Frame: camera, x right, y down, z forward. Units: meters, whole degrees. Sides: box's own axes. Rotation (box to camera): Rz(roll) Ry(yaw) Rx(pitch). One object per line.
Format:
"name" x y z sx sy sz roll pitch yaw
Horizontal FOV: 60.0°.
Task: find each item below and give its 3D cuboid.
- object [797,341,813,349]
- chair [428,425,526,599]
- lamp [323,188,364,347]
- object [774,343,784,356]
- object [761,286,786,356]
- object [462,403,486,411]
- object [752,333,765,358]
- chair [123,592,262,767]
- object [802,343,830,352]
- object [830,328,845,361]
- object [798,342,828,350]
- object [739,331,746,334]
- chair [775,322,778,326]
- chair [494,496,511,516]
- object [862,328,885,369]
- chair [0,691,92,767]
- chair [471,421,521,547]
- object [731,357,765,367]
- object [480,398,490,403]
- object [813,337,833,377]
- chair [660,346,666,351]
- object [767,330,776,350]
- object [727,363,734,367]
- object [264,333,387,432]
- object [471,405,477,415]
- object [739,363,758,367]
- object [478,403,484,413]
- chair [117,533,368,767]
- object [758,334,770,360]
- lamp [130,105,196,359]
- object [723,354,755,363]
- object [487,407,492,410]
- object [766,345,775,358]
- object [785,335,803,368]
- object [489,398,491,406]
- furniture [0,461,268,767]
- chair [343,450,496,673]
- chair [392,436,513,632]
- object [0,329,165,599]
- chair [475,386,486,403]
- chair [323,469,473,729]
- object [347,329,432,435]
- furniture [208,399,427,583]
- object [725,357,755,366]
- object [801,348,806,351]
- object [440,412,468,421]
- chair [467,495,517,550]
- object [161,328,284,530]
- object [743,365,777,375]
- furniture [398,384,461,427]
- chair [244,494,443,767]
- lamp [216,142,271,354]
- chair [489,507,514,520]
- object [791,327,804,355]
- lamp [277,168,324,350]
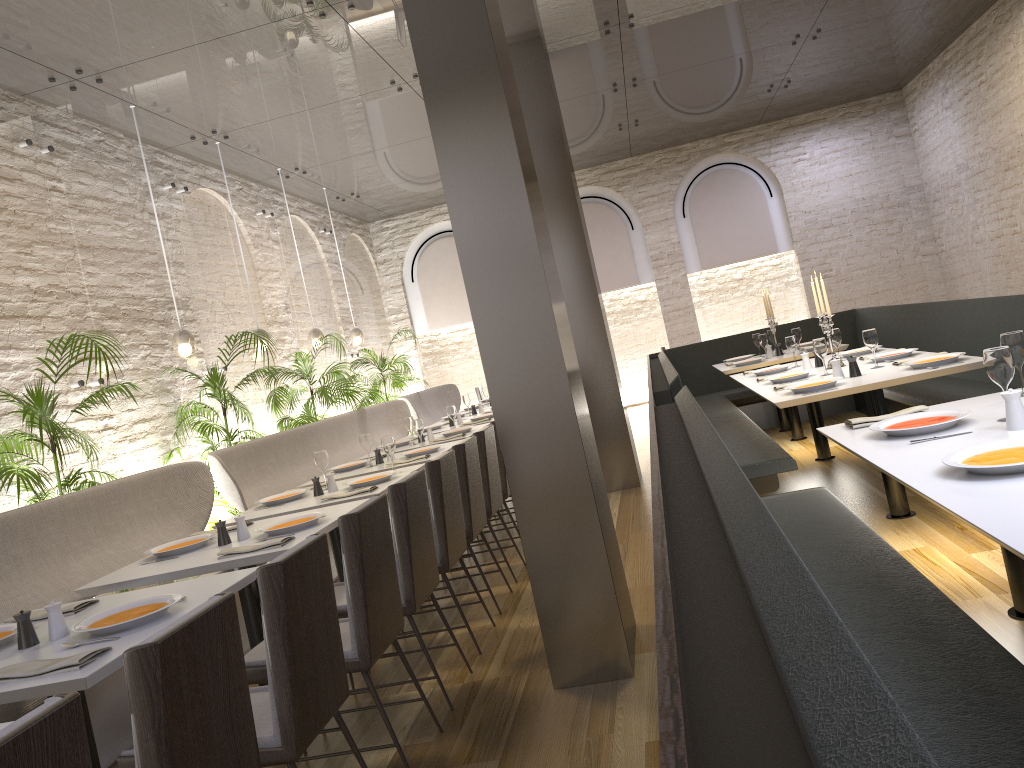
"object" 2.853 -0.376 8.632 0.323 0.036 0.320 -14 2 -33
"chair" -0.309 0.760 5.386 0.565 0.906 0.412 -12 0 9
"lamp" -2.139 -1.465 11.124 0.178 2.041 0.177 -12 -1 -12
"object" 2.466 -0.319 8.191 0.069 0.127 0.068 -12 0 -39
"object" 2.435 -0.594 8.323 0.131 0.657 0.391 -13 0 20
"object" -0.465 0.288 10.770 0.323 0.036 0.320 -14 2 -44
"object" 2.388 -0.373 8.584 0.085 0.231 0.087 -13 0 45
"chair" -0.833 0.989 1.923 0.565 0.906 0.412 -12 0 9
"object" 2.741 -0.327 7.894 0.322 0.036 0.321 -13 2 -15
"object" 2.284 -0.273 6.227 0.086 0.231 0.087 -13 0 21
"object" 2.833 -0.354 8.317 0.272 0.033 0.143 -12 2 9
"object" 2.701 -0.497 10.280 0.086 0.231 0.086 -13 0 39
"chair" 4.038 -0.486 14.126 0.565 0.906 0.412 -12 0 9
"chair" 0.037 0.609 7.670 0.565 0.906 0.412 -12 0 9
"object" 2.135 -0.208 5.241 0.086 0.231 0.086 -12 0 -39
"chair" -0.918 1.026 1.364 0.565 0.906 0.412 -12 0 9
"chair" -0.220 0.721 5.973 0.565 0.906 0.412 -12 0 9
"object" 2.129 -0.195 7.992 0.322 0.036 0.321 -13 2 -15
"object" -0.295 0.214 11.897 0.323 0.036 0.320 -14 2 -44
"object" 1.915 -0.167 5.463 0.086 0.231 0.086 -13 0 9
"chair" 2.772 -0.213 14.325 0.565 0.906 0.412 -12 0 9
"object" 2.577 -0.420 8.744 0.087 0.231 0.086 -12 0 -21
"object" 2.147 -0.201 8.274 0.272 0.033 0.143 -12 2 9
"object" -1.979 0.469 9.198 1.150 1.975 1.183 -13 0 -40
"object" -0.413 0.275 9.575 0.059 0.109 0.060 -12 0 45
"object" 2.093 -0.170 7.790 0.185 0.010 0.017 -12 1 9
"object" -0.338 0.258 9.610 0.059 0.109 0.060 -12 0 45
"chair" -0.744 0.950 2.511 0.565 0.906 0.412 -12 0 9
"object" 2.320 -0.343 8.135 0.085 0.231 0.087 -13 0 45
"lamp" -2.768 -1.190 6.966 0.177 2.041 0.178 -13 -1 30
"object" 2.241 -0.244 8.730 0.321 0.036 0.322 -12 2 5
"object" -0.112 0.248 9.596 0.323 0.036 0.320 -14 2 -44
"object" 2.392 -0.304 8.227 0.069 0.127 0.068 -12 0 -39
"object" 2.080 -0.239 6.550 0.086 0.231 0.087 -13 0 21
"object" -0.248 0.203 10.666 0.059 0.109 0.060 -12 0 45
"furniture" -2.021 1.108 3.315 0.708 1.097 4.483 -12 2 9
"chair" -0.478 0.834 4.267 0.565 0.906 0.412 -12 0 9
"chair" -0.394 0.797 4.827 0.565 0.906 0.412 -12 0 9
"object" -2.594 0.737 5.123 1.140 1.975 1.193 -12 0 40
"chair" -0.234 0.437 14.796 0.565 0.906 0.412 -12 0 9
"chair" -0.567 0.873 3.680 0.565 0.906 0.412 -12 0 9
"object" -1.596 0.305 11.631 1.147 1.975 1.186 -12 0 -10
"furniture" -1.327 0.805 7.902 0.708 1.097 4.483 -12 2 9
"object" 2.170 -0.211 8.427 0.272 0.033 0.143 -12 2 9
"object" 2.810 -0.344 8.164 0.272 0.033 0.143 -12 2 9
"object" -0.630 0.360 9.679 0.323 0.036 0.320 -14 2 -44
"chair" -0.136 0.684 6.528 0.565 0.906 0.412 -12 0 9
"object" -2.278 0.600 7.210 1.140 1.975 1.193 -12 0 40
"object" 1.935 -0.108 6.869 0.272 0.033 0.143 -12 2 9
"furniture" -0.776 0.565 11.536 0.706 1.097 2.588 -12 1 9
"chair" -0.652 0.910 3.121 0.565 0.906 0.412 -12 0 9
"lamp" -2.558 -1.282 8.352 0.178 2.041 0.177 -12 -1 -6
"chair" -0.052 0.648 7.085 0.565 0.906 0.412 -12 0 9
"object" 2.524 -0.378 7.812 0.085 0.231 0.087 -13 0 45
"lamp" -2.346 -1.375 9.752 0.178 2.041 0.177 -12 -1 -12
